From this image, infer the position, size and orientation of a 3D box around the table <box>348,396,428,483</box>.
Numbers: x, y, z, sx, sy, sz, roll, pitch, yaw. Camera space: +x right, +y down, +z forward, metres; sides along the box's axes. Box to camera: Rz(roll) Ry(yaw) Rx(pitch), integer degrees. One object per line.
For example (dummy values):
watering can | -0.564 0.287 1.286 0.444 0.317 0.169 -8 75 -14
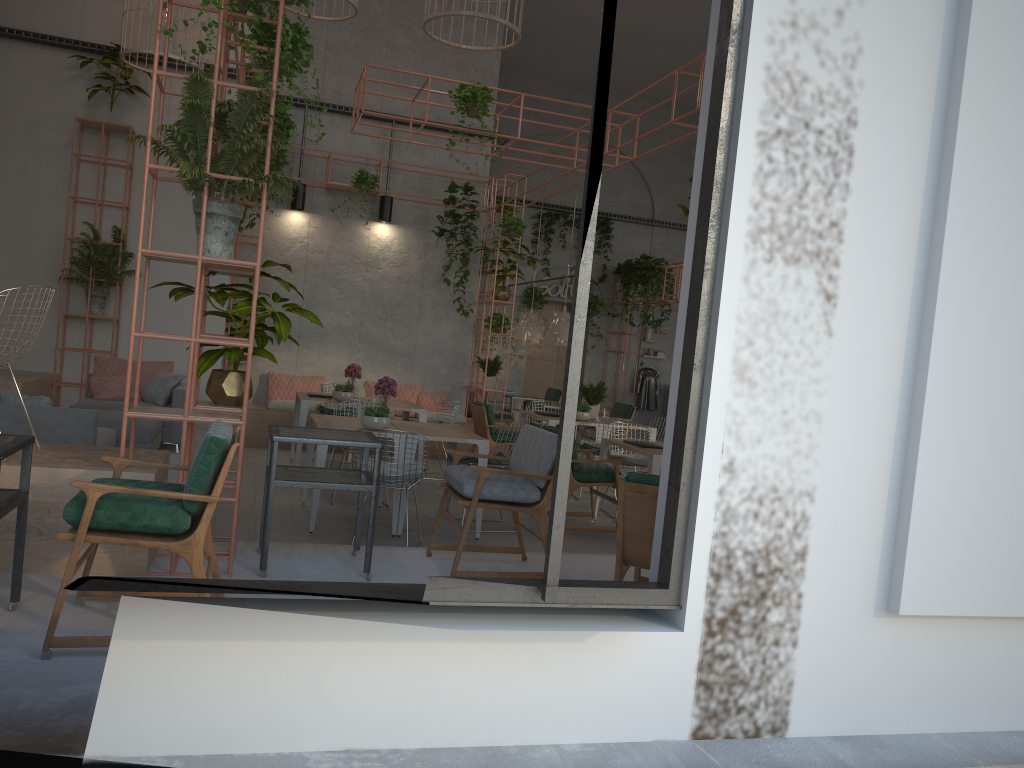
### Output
table | -1.481 0.632 10.413 0.694 0.830 1.214 5 2 -16

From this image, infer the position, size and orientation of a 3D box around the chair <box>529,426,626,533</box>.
chair | 0.624 0.890 8.238 0.685 0.917 0.722 5 2 -16

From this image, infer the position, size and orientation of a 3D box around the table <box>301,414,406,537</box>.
table | -1.384 0.749 7.591 0.694 0.830 1.205 5 2 -16

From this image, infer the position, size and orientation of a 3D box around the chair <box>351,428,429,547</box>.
chair | -0.932 0.781 6.775 0.565 0.941 0.717 6 2 0

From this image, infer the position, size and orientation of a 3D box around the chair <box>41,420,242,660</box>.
chair | -1.582 0.634 3.912 0.685 0.929 0.722 5 2 -16

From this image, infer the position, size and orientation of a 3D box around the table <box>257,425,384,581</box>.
table | -1.152 0.691 5.266 0.635 0.798 0.602 5 2 -16

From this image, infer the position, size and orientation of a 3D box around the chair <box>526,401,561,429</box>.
chair | 0.478 0.730 11.973 0.565 0.941 0.717 5 2 -15

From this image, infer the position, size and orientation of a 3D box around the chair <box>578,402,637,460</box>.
chair | 1.557 0.756 14.491 0.685 0.929 0.722 5 2 -16

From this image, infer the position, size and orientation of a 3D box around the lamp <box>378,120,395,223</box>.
lamp | -1.736 -3.014 12.561 0.179 1.425 0.185 5 2 -17

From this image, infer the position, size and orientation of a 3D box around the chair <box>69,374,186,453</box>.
chair | -4.021 0.298 9.452 1.127 0.672 1.052 5 2 -16

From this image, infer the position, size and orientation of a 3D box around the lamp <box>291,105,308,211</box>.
lamp | -2.890 -3.119 12.218 0.179 1.425 0.185 5 2 -17

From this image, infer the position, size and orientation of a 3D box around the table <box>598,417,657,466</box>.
table | 1.215 0.879 11.213 0.694 0.830 1.214 5 2 -16

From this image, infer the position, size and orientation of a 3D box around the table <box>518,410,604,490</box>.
table | 0.551 0.818 11.012 0.694 0.830 1.205 5 2 -16

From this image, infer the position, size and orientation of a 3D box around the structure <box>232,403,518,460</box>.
structure | -2.536 0.537 14.852 4.386 0.500 5.831 5 2 -16

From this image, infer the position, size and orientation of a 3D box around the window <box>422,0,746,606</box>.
window | -1.107 -2.172 2.289 4.126 5.544 0.089 5 2 -16

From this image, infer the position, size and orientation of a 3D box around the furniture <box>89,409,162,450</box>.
furniture | -3.764 0.487 8.146 0.941 0.446 0.975 5 2 -17

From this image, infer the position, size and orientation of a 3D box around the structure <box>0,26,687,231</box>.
structure | 1.085 -3.410 11.040 15.603 0.110 15.203 5 2 -16

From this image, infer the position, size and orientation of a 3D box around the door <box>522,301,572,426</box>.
door | 0.751 -0.454 19.721 1.360 2.729 0.551 5 2 -16

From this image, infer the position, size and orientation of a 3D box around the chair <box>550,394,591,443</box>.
chair | 1.065 0.641 16.188 0.685 0.930 0.722 5 2 -16

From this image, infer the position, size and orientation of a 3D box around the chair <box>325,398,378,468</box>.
chair | -1.694 0.604 9.396 0.565 0.941 0.717 6 2 0

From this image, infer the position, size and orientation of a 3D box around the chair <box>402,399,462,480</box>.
chair | -1.002 0.631 10.572 0.717 0.941 0.565 5 2 -20

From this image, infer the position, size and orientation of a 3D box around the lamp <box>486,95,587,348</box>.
lamp | 0.486 -2.691 15.837 0.704 4.052 4.456 5 2 -16

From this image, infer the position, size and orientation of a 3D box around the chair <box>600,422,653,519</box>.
chair | 1.270 0.911 9.310 0.565 0.941 0.717 5 2 -15

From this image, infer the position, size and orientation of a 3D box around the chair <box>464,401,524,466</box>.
chair | -0.167 0.708 10.902 0.685 0.917 0.722 5 2 -16

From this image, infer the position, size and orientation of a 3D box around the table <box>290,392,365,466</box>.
table | -2.145 0.572 10.212 0.694 0.830 1.205 5 2 -16

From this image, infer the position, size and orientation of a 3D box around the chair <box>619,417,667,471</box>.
chair | 1.694 0.877 11.372 0.717 0.941 0.565 5 2 -20

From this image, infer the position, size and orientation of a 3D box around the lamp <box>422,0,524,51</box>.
lamp | -0.185 -4.870 7.893 0.883 3.476 0.883 7 3 36

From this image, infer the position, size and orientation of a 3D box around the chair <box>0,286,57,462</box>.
chair | -2.891 -0.094 4.764 0.717 0.941 0.565 6 2 -8

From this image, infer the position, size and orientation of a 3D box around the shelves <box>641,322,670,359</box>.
shelves | 3.172 -0.964 19.527 0.560 0.790 0.186 5 2 -16

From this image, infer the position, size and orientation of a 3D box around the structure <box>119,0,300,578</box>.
structure | -1.618 -0.751 4.810 0.748 3.623 0.722 5 2 -16

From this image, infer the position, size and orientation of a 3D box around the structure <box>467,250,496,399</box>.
structure | -0.854 -0.977 18.223 0.630 3.597 0.430 5 2 -16

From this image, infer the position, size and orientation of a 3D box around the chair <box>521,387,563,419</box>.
chair | 0.582 0.529 17.849 0.685 0.930 0.722 5 2 -16

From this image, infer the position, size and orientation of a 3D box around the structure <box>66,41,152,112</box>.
structure | -4.713 -3.646 10.525 0.903 0.803 0.934 4 3 -45

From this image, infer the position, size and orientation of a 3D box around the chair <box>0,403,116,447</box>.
chair | -3.660 0.393 6.769 1.056 0.586 1.127 5 2 -16

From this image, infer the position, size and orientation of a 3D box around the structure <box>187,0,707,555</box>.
structure | -1.859 -1.439 12.275 4.501 4.345 14.096 5 2 -18

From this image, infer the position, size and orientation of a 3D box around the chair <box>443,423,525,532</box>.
chair | -0.241 0.808 7.951 0.717 0.941 0.565 5 2 -20

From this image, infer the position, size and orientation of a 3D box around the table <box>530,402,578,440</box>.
table | 0.659 0.741 14.238 0.635 0.798 0.602 5 2 -16

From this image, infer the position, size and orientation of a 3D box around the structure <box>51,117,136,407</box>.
structure | -5.059 -1.330 10.729 0.624 3.596 0.424 5 2 -16

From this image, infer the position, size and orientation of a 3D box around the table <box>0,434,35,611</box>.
table | -2.412 0.622 3.664 0.635 0.798 0.602 5 2 -16

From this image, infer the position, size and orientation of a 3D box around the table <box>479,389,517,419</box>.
table | -0.318 0.514 17.601 0.635 0.798 0.602 5 2 -16

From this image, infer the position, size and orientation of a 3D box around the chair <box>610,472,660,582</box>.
chair | 0.853 0.883 4.091 0.722 0.917 0.685 7 2 24

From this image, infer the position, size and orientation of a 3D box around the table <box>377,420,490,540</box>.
table | -0.722 0.809 7.792 0.694 0.830 1.214 5 2 -16

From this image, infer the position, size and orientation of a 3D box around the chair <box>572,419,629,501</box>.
chair | 1.003 0.850 10.196 0.565 0.941 0.717 6 2 0

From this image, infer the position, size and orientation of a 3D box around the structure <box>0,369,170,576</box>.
structure | -4.221 0.168 6.642 3.396 1.111 9.152 5 2 -16

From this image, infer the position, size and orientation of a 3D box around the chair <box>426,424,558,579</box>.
chair | -0.093 0.724 5.566 0.685 0.929 0.722 5 2 -16

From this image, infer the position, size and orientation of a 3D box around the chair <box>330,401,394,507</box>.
chair | -1.457 0.660 8.552 0.565 0.941 0.717 5 2 -15

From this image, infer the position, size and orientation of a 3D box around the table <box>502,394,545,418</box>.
table | 0.170 0.628 15.920 0.635 0.798 0.602 5 2 -16

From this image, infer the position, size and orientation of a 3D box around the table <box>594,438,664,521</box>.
table | 1.341 1.012 8.350 0.694 0.830 1.205 5 2 -16

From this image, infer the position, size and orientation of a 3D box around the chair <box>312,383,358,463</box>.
chair | -2.218 0.483 11.173 0.565 0.941 0.717 5 2 -15

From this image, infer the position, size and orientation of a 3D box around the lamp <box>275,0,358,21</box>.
lamp | -1.901 -5.740 9.322 0.883 3.476 0.883 7 3 36

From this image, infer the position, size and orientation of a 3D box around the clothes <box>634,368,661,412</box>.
clothes | 3.000 0.139 19.552 0.625 0.997 0.366 4 3 -36

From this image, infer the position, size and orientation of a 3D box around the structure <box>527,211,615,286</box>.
structure | 1.217 -2.915 18.828 1.939 1.514 0.856 5 2 -22

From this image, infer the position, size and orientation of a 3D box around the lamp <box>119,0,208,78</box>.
lamp | -3.772 -5.315 9.942 0.883 3.476 0.883 7 3 36
